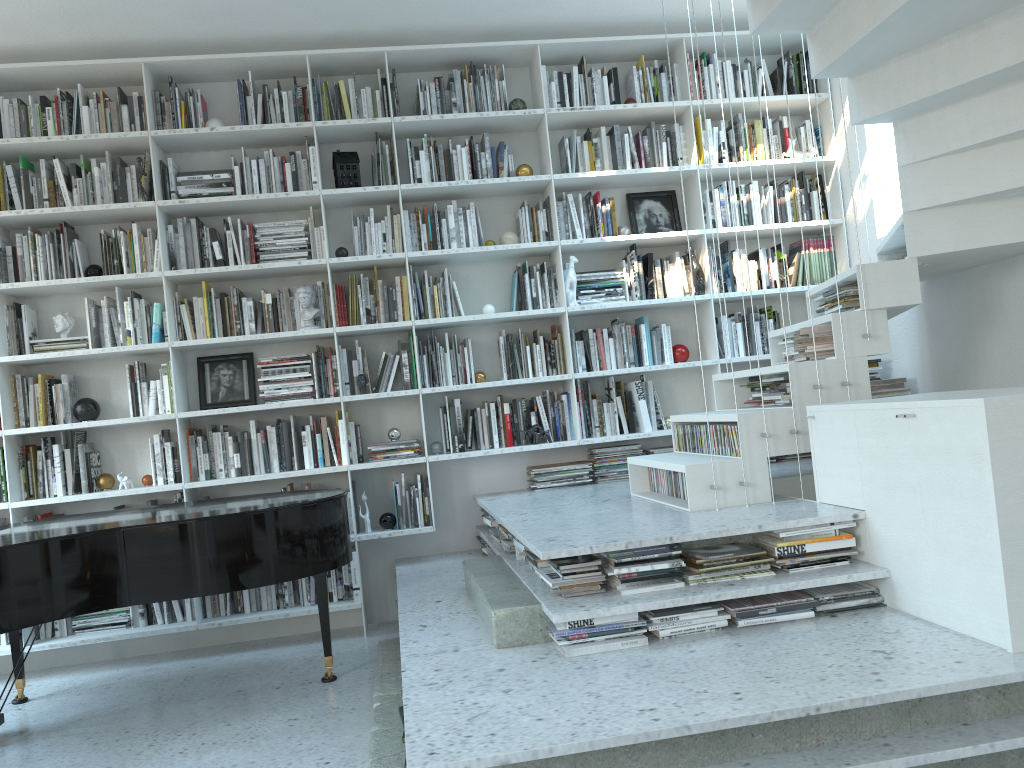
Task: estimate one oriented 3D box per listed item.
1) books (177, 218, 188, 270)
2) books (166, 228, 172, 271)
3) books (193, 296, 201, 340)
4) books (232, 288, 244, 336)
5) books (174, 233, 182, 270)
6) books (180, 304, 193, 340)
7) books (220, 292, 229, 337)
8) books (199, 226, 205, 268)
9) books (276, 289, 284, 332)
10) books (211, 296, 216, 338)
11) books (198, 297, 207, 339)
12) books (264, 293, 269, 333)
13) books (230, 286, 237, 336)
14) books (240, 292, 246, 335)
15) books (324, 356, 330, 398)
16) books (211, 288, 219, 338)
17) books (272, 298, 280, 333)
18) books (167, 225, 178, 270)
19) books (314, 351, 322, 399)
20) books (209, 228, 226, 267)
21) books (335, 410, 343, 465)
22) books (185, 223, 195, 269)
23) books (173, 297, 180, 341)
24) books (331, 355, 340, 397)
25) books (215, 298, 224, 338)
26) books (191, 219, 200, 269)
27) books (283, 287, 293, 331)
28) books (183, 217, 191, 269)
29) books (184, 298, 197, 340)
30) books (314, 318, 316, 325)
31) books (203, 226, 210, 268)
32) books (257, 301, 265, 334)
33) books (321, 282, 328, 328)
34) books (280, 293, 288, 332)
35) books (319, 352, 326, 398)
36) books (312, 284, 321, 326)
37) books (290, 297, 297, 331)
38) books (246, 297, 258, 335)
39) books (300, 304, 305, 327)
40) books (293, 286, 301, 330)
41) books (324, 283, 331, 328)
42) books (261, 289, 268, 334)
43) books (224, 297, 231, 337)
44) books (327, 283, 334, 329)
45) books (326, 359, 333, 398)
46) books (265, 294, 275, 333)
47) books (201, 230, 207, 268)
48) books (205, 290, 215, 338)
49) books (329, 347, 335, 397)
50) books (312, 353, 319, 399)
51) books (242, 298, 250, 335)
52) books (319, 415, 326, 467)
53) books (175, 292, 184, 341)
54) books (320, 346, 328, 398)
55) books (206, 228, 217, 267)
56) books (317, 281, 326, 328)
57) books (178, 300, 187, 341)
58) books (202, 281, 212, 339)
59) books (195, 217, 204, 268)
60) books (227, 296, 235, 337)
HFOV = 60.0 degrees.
[{"bbox_3d":[-1.764,-0.729,4.797,0.026,0.297,0.179,-6,-1,-8],"label":"books"},{"bbox_3d":[-1.835,-0.700,4.799,0.012,0.254,0.161,-6,-1,-8],"label":"books"},{"bbox_3d":[-1.692,-0.341,4.811,0.026,0.248,0.139,-6,-1,-8],"label":"books"},{"bbox_3d":[-1.474,-0.374,4.814,0.027,0.267,0.190,-6,-1,-8],"label":"books"},{"bbox_3d":[-1.789,-0.691,4.810,0.027,0.228,0.147,-6,-1,-8],"label":"books"},{"bbox_3d":[-1.739,-0.317,4.782,0.053,0.208,0.156,-6,-1,-8],"label":"books"},{"bbox_3d":[-1.556,-0.360,4.837,0.028,0.259,0.134,-6,-1,-8],"label":"books"},{"bbox_3d":[-1.667,-0.716,4.815,0.011,0.252,0.153,-6,-1,-8],"label":"books"},{"bbox_3d":[-1.259,-0.384,4.838,0.012,0.245,0.186,-6,-1,-8],"label":"books"},{"bbox_3d":[-1.606,-0.348,4.818,0.010,0.244,0.149,-6,-1,-8],"label":"books"},{"bbox_3d":[-1.663,-0.340,4.809,0.029,0.240,0.155,-6,-1,-8],"label":"books"},{"bbox_3d":[-1.329,-0.371,4.848,0.010,0.234,0.175,-6,-1,-8],"label":"books"},{"bbox_3d":[-1.497,-0.379,4.825,0.013,0.283,0.177,-6,-1,-8],"label":"books"},{"bbox_3d":[-1.458,-0.366,4.843,0.011,0.251,0.130,-6,-1,-8],"label":"books"},{"bbox_3d":[-1.017,-0.032,4.896,0.013,0.232,0.134,-6,-1,-8],"label":"books"},{"bbox_3d":[-1.595,-0.368,4.802,0.010,0.281,0.170,-6,-1,-8],"label":"books"},{"bbox_3d":[-1.278,-0.359,4.845,0.029,0.200,0.178,-6,-1,-8],"label":"books"},{"bbox_3d":[-1.815,-0.709,4.791,0.026,0.267,0.170,-6,-1,-8],"label":"books"},{"bbox_3d":[-1.062,-0.042,4.873,0.011,0.260,0.184,-6,-1,-8],"label":"books"},{"bbox_3d":[-1.588,-0.716,4.818,0.066,0.236,0.154,-6,-1,-8],"label":"books"},{"bbox_3d":[-0.949,0.295,4.890,0.011,0.300,0.149,-6,-1,-8],"label":"books"},{"bbox_3d":[-1.723,-0.718,4.795,0.025,0.266,0.185,-6,-1,-8],"label":"books"},{"bbox_3d":[-1.796,-0.334,4.792,0.012,0.254,0.161,-6,-1,-8],"label":"books"},{"bbox_3d":[-0.959,-0.037,4.875,0.034,0.229,0.199,-6,-1,-8],"label":"books"},{"bbox_3d":[-1.579,-0.343,4.827,0.024,0.228,0.147,-6,-1,-8],"label":"books"},{"bbox_3d":[-1.700,-0.734,4.817,0.029,0.295,0.151,-6,-1,-8],"label":"books"},{"bbox_3d":[-1.219,-0.394,4.862,0.025,0.258,0.150,-6,-1,-8],"label":"books"},{"bbox_3d":[-1.748,-0.738,4.819,0.014,0.313,0.133,-6,-1,-8],"label":"books"},{"bbox_3d":[-1.724,-0.335,4.797,0.042,0.242,0.162,-6,-1,-8],"label":"books"},{"bbox_3d":[-1.095,-0.397,4.904,0.021,0.242,0.103,-6,-1,-8],"label":"books"},{"bbox_3d":[-1.641,-0.718,4.815,0.014,0.250,0.172,-6,-1,-8],"label":"books"},{"bbox_3d":[-1.372,-0.348,4.855,0.050,0.199,0.145,-6,-1,-8],"label":"books"},{"bbox_3d":[-1.027,-0.417,4.890,0.014,0.266,0.154,-6,-1,-8],"label":"books"},{"bbox_3d":[-1.245,-0.377,4.877,0.025,0.230,0.143,-6,-1,-8],"label":"books"},{"bbox_3d":[-1.041,-0.041,4.887,0.013,0.256,0.163,-6,-1,-8],"label":"books"},{"bbox_3d":[-1.071,-0.409,4.890,0.025,0.259,0.130,-6,-1,-8],"label":"books"},{"bbox_3d":[-1.196,-0.370,4.881,0.022,0.206,0.114,-6,-1,-8],"label":"books"},{"bbox_3d":[-1.410,-0.353,4.837,0.030,0.215,0.168,-6,-1,-8],"label":"books"},{"bbox_3d":[-1.144,-0.373,4.880,0.035,0.201,0.149,-6,-1,-8],"label":"books"},{"bbox_3d":[-1.176,-0.398,4.878,0.024,0.259,0.126,-6,-1,-8],"label":"books"},{"bbox_3d":[-1.015,-0.415,4.904,0.014,0.261,0.137,-6,-1,-8],"label":"books"},{"bbox_3d":[-1.342,-0.382,4.850,0.014,0.258,0.161,-6,-1,-8],"label":"books"},{"bbox_3d":[-1.531,-0.347,4.819,0.012,0.228,0.169,-6,-1,-8],"label":"books"},{"bbox_3d":[-0.998,-0.419,4.914,0.023,0.264,0.107,-6,-1,-8],"label":"books"},{"bbox_3d":[-1.000,-0.026,4.896,0.021,0.217,0.132,-6,-1,-8],"label":"books"},{"bbox_3d":[-1.308,-0.368,4.839,0.029,0.224,0.185,-6,-1,-8],"label":"books"},{"bbox_3d":[-1.654,-0.708,4.817,0.014,0.233,0.147,-6,-1,-8],"label":"books"},{"bbox_3d":[-1.615,-0.359,4.784,0.015,0.266,0.189,-6,-1,-8],"label":"books"},{"bbox_3d":[-0.985,-0.059,4.882,0.011,0.279,0.186,-6,-1,-8],"label":"books"},{"bbox_3d":[-1.074,-0.037,4.874,0.012,0.254,0.161,-6,-1,-8],"label":"books"},{"bbox_3d":[-1.437,-0.351,4.832,0.024,0.216,0.175,-6,-1,-8],"label":"books"},{"bbox_3d":[-1.038,0.313,4.886,0.010,0.284,0.132,-6,-1,-8],"label":"books"},{"bbox_3d":[-1.788,-0.348,4.803,0.010,0.282,0.140,-6,-1,-8],"label":"books"},{"bbox_3d":[-1.031,-0.058,4.888,0.011,0.288,0.152,-6,-1,-8],"label":"books"},{"bbox_3d":[-1.628,-0.714,4.818,0.011,0.239,0.147,-6,-1,-8],"label":"books"},{"bbox_3d":[-1.049,-0.421,4.904,0.025,0.279,0.108,-6,-1,-8],"label":"books"},{"bbox_3d":[-1.775,-0.326,4.803,0.011,0.235,0.142,-6,-1,-8],"label":"books"},{"bbox_3d":[-1.631,-0.383,4.783,0.014,0.317,0.188,-6,-1,-8],"label":"books"},{"bbox_3d":[-1.680,-0.739,4.812,0.011,0.300,0.179,-6,-1,-8],"label":"books"},{"bbox_3d":[-1.514,-0.353,4.829,0.025,0.236,0.137,-6,-1,-8],"label":"books"}]
